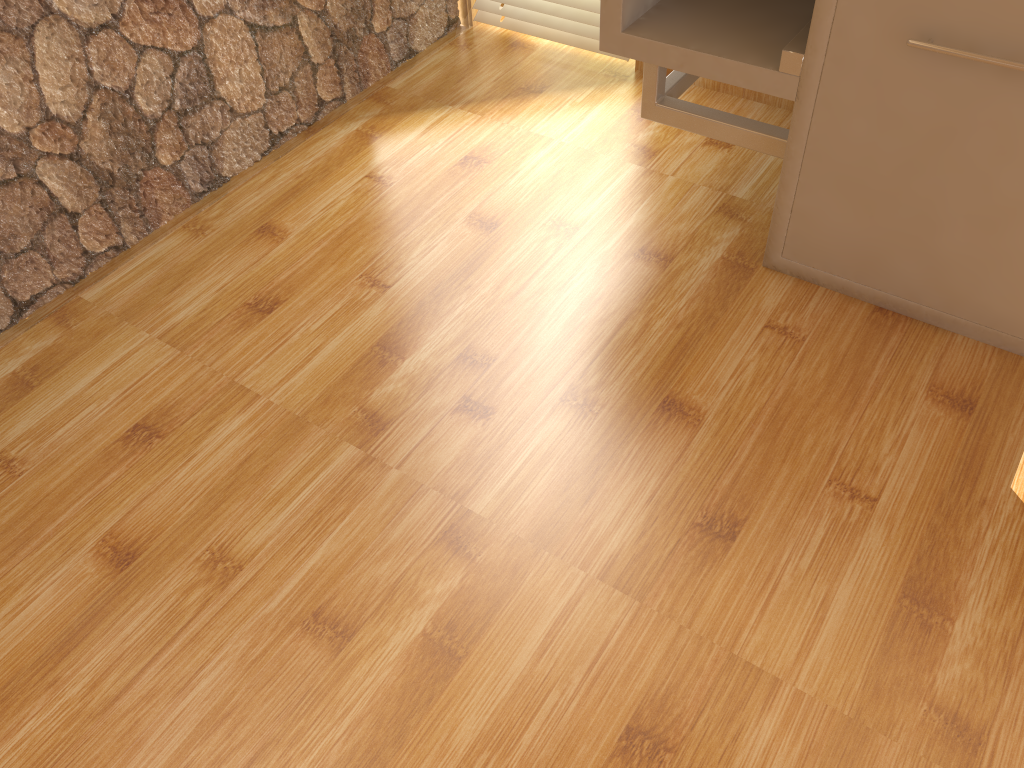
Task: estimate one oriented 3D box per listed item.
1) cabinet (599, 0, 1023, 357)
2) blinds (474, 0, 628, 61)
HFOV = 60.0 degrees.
[{"bbox_3d":[0.743,-0.450,1.326,1.136,0.570,0.517,25,53,24],"label":"cabinet"},{"bbox_3d":[0.042,-1.557,1.279,0.420,2.178,0.042,25,53,24],"label":"blinds"}]
